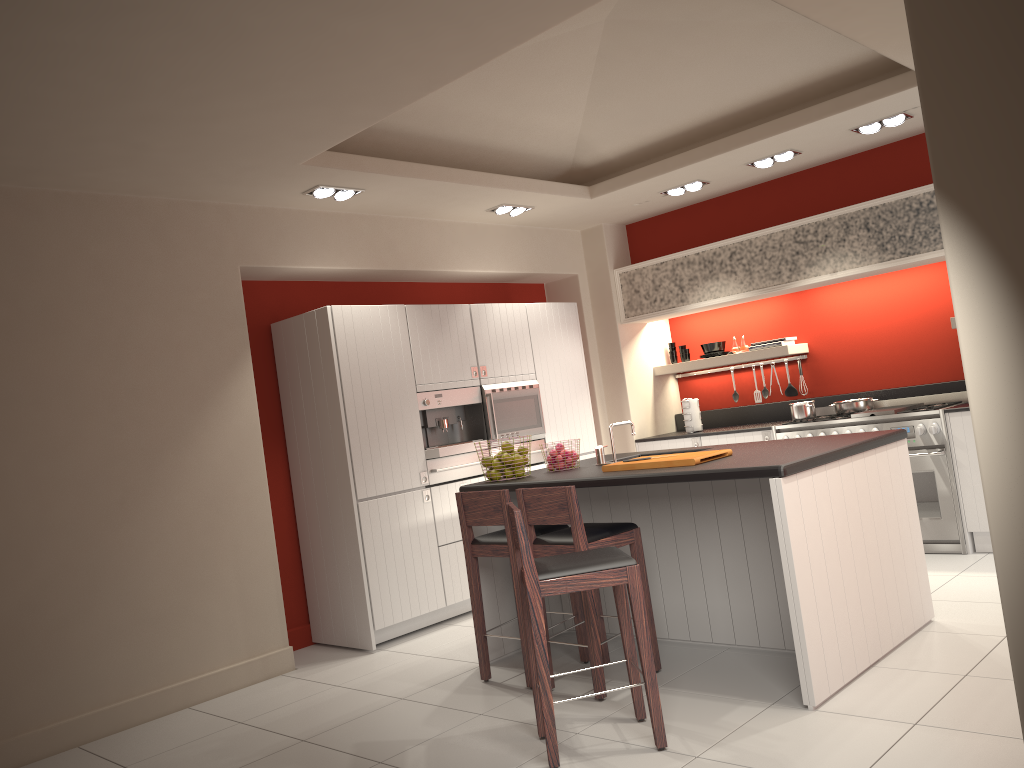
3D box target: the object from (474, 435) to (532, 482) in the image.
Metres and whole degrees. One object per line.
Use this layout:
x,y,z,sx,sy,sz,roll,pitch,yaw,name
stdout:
-0.041,0.436,5.173,0.341,0.232,0.341,-8,-2,-13,object

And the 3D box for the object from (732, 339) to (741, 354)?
1.995,-0.337,7.913,0.076,0.131,0.076,-8,-2,-4,object

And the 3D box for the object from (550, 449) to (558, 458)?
0.246,0.412,5.251,0.048,0.046,0.048,-8,-2,0,object

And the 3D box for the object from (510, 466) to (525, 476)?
0.032,0.500,5.186,0.084,0.079,0.086,-8,-2,-1,object

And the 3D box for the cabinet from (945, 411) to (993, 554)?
3.795,0.583,5.916,1.360,0.993,0.687,-10,-3,44,cabinet

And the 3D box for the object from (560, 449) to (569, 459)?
0.313,0.415,5.263,0.056,0.055,0.051,-7,-2,-32,object

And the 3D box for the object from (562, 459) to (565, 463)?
0.312,0.447,5.348,0.055,0.056,0.055,-7,-3,-36,object

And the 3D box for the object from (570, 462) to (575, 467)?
0.358,0.480,5.353,0.050,0.049,0.049,-8,-2,10,object

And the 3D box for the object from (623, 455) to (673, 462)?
0.734,0.390,4.674,0.302,0.010,0.035,-9,-2,14,object

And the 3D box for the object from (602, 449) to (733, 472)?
0.807,0.400,4.636,0.570,0.033,0.373,-10,-3,42,object

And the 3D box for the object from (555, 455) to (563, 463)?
0.276,0.442,5.241,0.048,0.046,0.048,-8,-2,3,object

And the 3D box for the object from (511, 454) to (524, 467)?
0.028,0.446,5.114,0.082,0.082,0.082,-8,-2,11,object

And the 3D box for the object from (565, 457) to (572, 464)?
0.336,0.455,5.269,0.046,0.043,0.046,-8,-2,-6,object

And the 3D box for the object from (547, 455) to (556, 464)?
0.237,0.452,5.308,0.060,0.059,0.059,-7,-2,-34,object

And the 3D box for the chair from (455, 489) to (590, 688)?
0.062,1.047,4.817,0.383,1.008,0.474,-10,-3,44,chair

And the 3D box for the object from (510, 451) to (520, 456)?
0.017,0.416,5.164,0.056,0.054,0.057,-9,-2,15,object

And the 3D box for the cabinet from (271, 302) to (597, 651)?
-0.414,0.550,6.908,0.716,2.250,2.558,-10,-3,44,cabinet

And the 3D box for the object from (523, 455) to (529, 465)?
0.069,0.444,5.158,0.056,0.057,0.055,-10,-2,36,object

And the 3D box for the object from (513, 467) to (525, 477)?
0.041,0.503,5.100,0.068,0.068,0.068,-7,-2,-35,object

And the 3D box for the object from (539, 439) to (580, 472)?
0.299,0.428,5.313,0.247,0.168,0.248,-9,-2,32,object

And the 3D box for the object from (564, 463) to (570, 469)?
0.325,0.488,5.301,0.040,0.039,0.039,-8,-2,3,object

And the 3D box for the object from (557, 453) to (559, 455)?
0.262,0.423,5.288,0.041,0.039,0.041,-7,-2,-30,object

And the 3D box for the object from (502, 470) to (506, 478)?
-0.036,0.525,5.196,0.053,0.054,0.054,-6,-3,-42,object

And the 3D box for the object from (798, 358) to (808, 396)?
2.512,-0.060,7.691,0.069,0.328,0.069,-9,-2,21,object

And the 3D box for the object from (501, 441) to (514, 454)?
-0.026,0.371,5.188,0.078,0.080,0.078,-10,-3,44,object

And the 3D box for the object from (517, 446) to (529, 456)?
0.065,0.392,5.188,0.067,0.064,0.067,-10,-3,45,object

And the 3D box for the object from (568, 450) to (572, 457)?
0.339,0.420,5.312,0.041,0.044,0.045,-9,-2,14,object

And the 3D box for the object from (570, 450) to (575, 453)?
0.358,0.425,5.359,0.056,0.050,0.055,-8,-2,-8,object

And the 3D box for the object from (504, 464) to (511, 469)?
-0.025,0.483,5.245,0.064,0.060,0.064,-10,-3,39,object

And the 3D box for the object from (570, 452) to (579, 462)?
0.374,0.437,5.313,0.055,0.056,0.055,-7,-3,-36,object

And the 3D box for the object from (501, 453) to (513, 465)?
-0.028,0.428,5.084,0.067,0.068,0.067,-8,-2,6,object

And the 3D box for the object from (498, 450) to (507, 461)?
-0.053,0.416,5.140,0.062,0.061,0.057,-7,-2,-31,object

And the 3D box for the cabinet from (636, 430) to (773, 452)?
1.903,0.912,7.765,1.360,0.993,0.687,-10,-3,44,cabinet

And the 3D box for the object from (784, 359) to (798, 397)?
2.437,-0.052,7.789,0.123,0.331,0.040,-10,-3,44,object

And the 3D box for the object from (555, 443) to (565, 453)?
0.287,0.383,5.296,0.056,0.058,0.056,-8,-2,-1,object

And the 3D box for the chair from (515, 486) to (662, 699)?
0.389,0.990,4.497,0.474,1.008,0.383,-6,-3,-44,chair

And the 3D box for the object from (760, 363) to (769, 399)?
2.254,-0.026,7.940,0.067,0.324,0.022,-10,-3,43,object

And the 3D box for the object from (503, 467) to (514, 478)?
-0.016,0.512,5.125,0.068,0.068,0.068,-7,-2,-35,object

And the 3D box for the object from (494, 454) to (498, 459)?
-0.078,0.440,5.214,0.062,0.061,0.057,-7,-2,-31,object

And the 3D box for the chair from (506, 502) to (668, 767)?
0.294,0.978,3.693,0.474,1.008,0.383,-8,-2,-6,chair

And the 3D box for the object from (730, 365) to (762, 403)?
2.120,0.011,8.069,0.022,0.351,0.287,-6,-3,-45,object

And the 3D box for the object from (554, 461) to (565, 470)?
0.282,0.482,5.270,0.062,0.057,0.061,-10,-3,44,object

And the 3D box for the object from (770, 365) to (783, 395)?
2.325,-0.042,7.873,0.124,0.297,0.009,-10,-3,44,object

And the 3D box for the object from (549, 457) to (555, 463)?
0.239,0.452,5.265,0.041,0.041,0.040,-8,-2,-9,object

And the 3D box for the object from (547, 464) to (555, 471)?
0.235,0.496,5.311,0.050,0.049,0.049,-8,-2,10,object

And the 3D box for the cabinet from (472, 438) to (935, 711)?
0.971,0.967,4.926,2.033,1.011,1.424,-10,-3,44,cabinet
